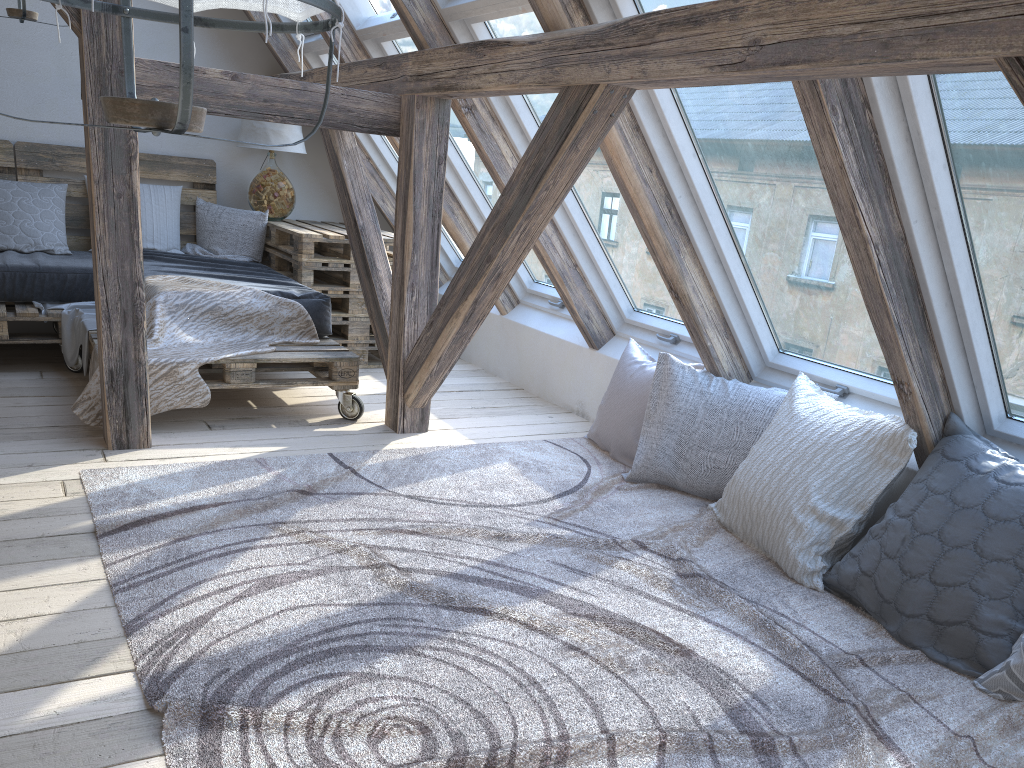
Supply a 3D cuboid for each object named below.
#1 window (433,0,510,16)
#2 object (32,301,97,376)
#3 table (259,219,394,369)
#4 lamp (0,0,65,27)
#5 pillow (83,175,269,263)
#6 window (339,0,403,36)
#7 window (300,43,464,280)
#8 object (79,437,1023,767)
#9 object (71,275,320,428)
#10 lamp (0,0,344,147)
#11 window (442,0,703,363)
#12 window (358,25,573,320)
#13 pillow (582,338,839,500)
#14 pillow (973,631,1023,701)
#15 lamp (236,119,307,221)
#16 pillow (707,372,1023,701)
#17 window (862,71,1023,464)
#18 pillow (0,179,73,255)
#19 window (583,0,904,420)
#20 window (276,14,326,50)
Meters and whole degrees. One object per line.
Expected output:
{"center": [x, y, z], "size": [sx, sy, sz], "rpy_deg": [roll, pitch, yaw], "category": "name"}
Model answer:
{"center": [-0.386, -1.883, 2.511], "size": [1.092, 1.323, 0.828], "rpy_deg": [-4, 20, -29], "category": "window"}
{"center": [-1.891, -0.227, 4.160], "size": [0.693, 0.287, 0.499], "rpy_deg": [19, 19, 42], "category": "object"}
{"center": [-1.062, -0.547, 5.140], "size": [0.672, 0.727, 0.986], "rpy_deg": [-4, 18, -30], "category": "table"}
{"center": [-1.806, -2.133, 3.120], "size": [0.399, 1.573, 0.393], "rpy_deg": [9, 19, 10], "category": "lamp"}
{"center": [-1.857, -0.911, 4.912], "size": [0.968, 0.414, 0.373], "rpy_deg": [2, 17, -14], "category": "pillow"}
{"center": [-0.792, -2.104, 3.275], "size": [1.345, 1.323, 0.828], "rpy_deg": [-3, 19, -29], "category": "window"}
{"center": [-0.524, -1.185, 4.879], "size": [1.092, 1.323, 0.828], "rpy_deg": [-4, 20, -29], "category": "window"}
{"center": [0.256, 0.618, 2.204], "size": [2.180, 0.058, 3.091], "rpy_deg": [-2, 15, -30], "category": "object"}
{"center": [-1.277, -0.132, 3.645], "size": [0.810, 0.491, 0.975], "rpy_deg": [6, 14, -1], "category": "object"}
{"center": [-0.310, -1.202, 0.664], "size": [0.399, 1.965, 0.393], "rpy_deg": [9, 19, 10], "category": "lamp"}
{"center": [0.367, -0.746, 3.396], "size": [1.092, 1.323, 0.828], "rpy_deg": [-4, 20, -29], "category": "window"}
{"center": [-0.079, -0.965, 4.137], "size": [1.092, 1.323, 0.828], "rpy_deg": [-4, 20, -29], "category": "window"}
{"center": [0.651, 0.154, 3.431], "size": [0.431, 0.544, 1.103], "rpy_deg": [-7, 19, -37], "category": "pillow"}
{"center": [1.605, 0.648, 1.708], "size": [0.500, 0.553, 1.117], "rpy_deg": [-2, 16, -25], "category": "pillow"}
{"center": [-1.556, -0.947, 5.297], "size": [0.384, 1.332, 0.804], "rpy_deg": [-12, 25, -43], "category": "lamp"}
{"center": [1.113, 0.357, 2.606], "size": [0.466, 0.583, 1.233], "rpy_deg": [-4, 17, -29], "category": "pillow"}
{"center": [1.258, -0.308, 1.912], "size": [1.092, 1.323, 0.828], "rpy_deg": [-4, 20, -29], "category": "window"}
{"center": [-2.800, -0.861, 4.357], "size": [1.125, 0.368, 0.340], "rpy_deg": [-2, 18, -29], "category": "pillow"}
{"center": [0.813, -0.527, 2.654], "size": [1.092, 1.323, 0.828], "rpy_deg": [-4, 20, -29], "category": "window"}
{"center": [-1.278, -2.322, 3.994], "size": [1.092, 1.323, 0.828], "rpy_deg": [-4, 20, -29], "category": "window"}
